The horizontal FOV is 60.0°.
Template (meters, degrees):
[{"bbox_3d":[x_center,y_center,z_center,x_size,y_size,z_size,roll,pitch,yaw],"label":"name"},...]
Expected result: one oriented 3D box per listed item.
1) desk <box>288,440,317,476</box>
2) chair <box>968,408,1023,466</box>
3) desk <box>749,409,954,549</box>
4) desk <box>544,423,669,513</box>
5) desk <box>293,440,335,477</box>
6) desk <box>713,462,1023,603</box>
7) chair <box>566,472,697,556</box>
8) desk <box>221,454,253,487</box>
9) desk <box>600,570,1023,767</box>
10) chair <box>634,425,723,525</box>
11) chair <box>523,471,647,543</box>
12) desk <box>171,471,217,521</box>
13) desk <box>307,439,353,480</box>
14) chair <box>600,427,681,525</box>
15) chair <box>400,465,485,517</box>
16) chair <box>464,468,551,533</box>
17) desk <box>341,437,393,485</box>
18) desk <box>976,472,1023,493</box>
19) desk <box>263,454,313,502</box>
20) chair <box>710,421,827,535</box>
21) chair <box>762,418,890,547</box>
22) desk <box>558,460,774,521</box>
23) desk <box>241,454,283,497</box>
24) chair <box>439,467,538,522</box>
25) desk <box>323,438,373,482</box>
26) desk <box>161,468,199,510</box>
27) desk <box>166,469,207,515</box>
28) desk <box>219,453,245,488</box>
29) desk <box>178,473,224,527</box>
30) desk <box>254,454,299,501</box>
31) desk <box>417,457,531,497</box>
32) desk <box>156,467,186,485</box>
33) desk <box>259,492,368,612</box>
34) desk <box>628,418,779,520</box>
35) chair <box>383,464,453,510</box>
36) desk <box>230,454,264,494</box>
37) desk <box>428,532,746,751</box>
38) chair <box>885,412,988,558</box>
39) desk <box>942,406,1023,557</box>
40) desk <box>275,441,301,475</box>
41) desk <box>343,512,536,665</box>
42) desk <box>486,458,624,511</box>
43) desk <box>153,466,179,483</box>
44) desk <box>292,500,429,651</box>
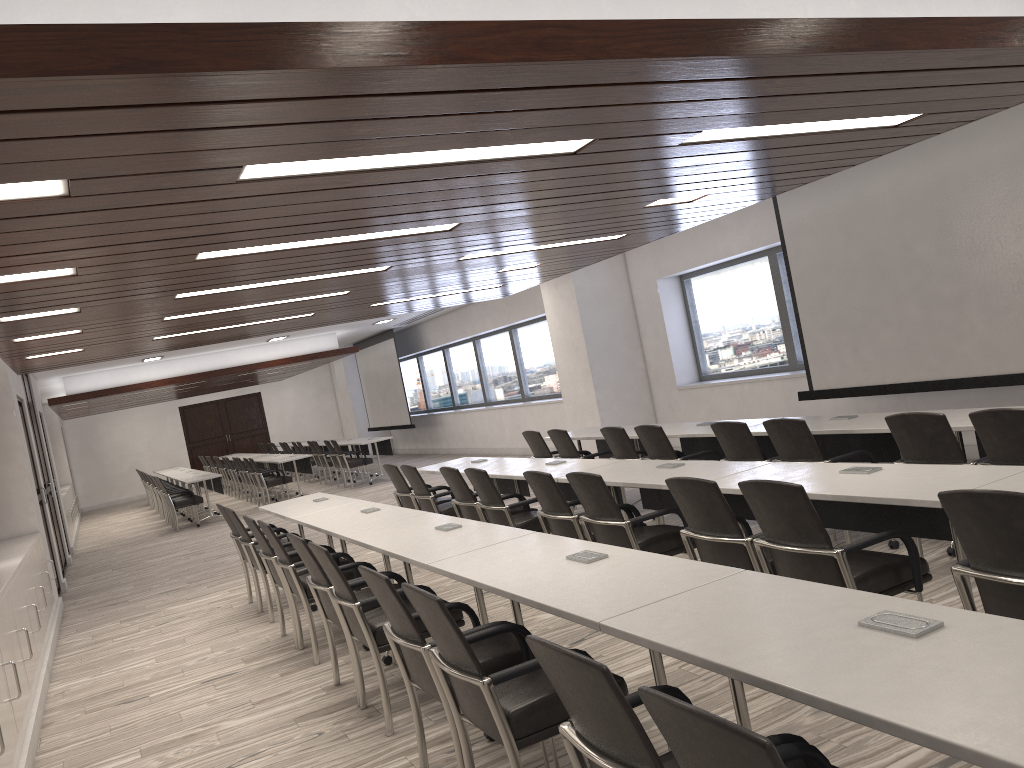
[{"bbox_3d":[-5.256,1.851,22.127,0.577,0.795,1.509,-12,1,-26],"label":"desk"},{"bbox_3d":[2.694,0.519,4.374,0.638,0.939,0.513,-12,1,-25],"label":"chair"},{"bbox_3d":[2.284,0.641,6.145,0.577,0.795,1.509,-12,1,-26],"label":"desk"},{"bbox_3d":[0.986,0.850,8.896,0.577,0.795,1.509,-12,1,-26],"label":"desk"},{"bbox_3d":[-4.606,1.747,20.751,0.577,0.795,1.509,-12,1,-26],"label":"desk"},{"bbox_3d":[1.609,0.812,4.127,0.577,0.795,1.509,-12,1,-26],"label":"desk"},{"bbox_3d":[0.736,0.895,5.109,0.638,0.939,0.513,-12,1,-26],"label":"chair"},{"bbox_3d":[-6.579,2.126,21.483,0.577,0.795,1.509,-12,1,-26],"label":"desk"},{"bbox_3d":[0.911,0.988,2.107,0.577,0.795,1.509,-12,1,-26],"label":"desk"},{"bbox_3d":[1.409,0.724,7.130,0.638,0.939,0.513,-12,1,-25],"label":"chair"},{"bbox_3d":[0.493,0.935,5.580,0.638,0.939,0.513,-12,1,-25],"label":"chair"},{"bbox_3d":[-5.979,2.093,16.712,0.577,0.795,1.509,-12,1,-26],"label":"desk"},{"bbox_3d":[-3.958,1.643,19.377,0.577,0.795,1.509,-12,1,-26],"label":"desk"},{"bbox_3d":[1.182,0.761,7.600,0.638,0.939,0.513,-12,1,-25],"label":"chair"},{"bbox_3d":[-0.569,1.105,7.851,0.638,0.939,0.513,-12,1,-26],"label":"chair"},{"bbox_3d":[0.074,1.002,6.470,0.638,0.939,0.513,-12,1,-26],"label":"chair"},{"bbox_3d":[-2.666,1.435,16.637,0.577,0.795,1.509,-12,1,-26],"label":"desk"},{"bbox_3d":[2.254,0.709,2.761,0.577,0.795,1.509,-12,1,-26],"label":"desk"},{"bbox_3d":[-3.988,1.710,15.992,0.577,0.795,1.509,-12,1,-26],"label":"desk"},{"bbox_3d":[1.823,0.659,6.221,0.638,0.939,0.513,-12,1,-25],"label":"chair"},{"bbox_3d":[2.058,0.620,5.753,0.638,0.939,0.513,-12,1,-26],"label":"chair"},{"bbox_3d":[0.961,0.916,5.501,0.577,0.795,1.509,-12,1,-26],"label":"desk"},{"bbox_3d":[-5.281,1.918,18.732,0.577,0.795,1.509,-12,1,-26],"label":"desk"},{"bbox_3d":[-0.147,1.037,6.943,0.638,0.939,0.513,-12,1,-26],"label":"chair"},{"bbox_3d":[-3.314,1.539,18.011,0.577,0.795,1.509,-12,1,-26],"label":"desk"},{"bbox_3d":[-7.271,2.300,19.452,0.577,0.795,1.509,-12,1,-26],"label":"desk"},{"bbox_3d":[-6.623,2.196,18.078,0.577,0.795,1.509,-12,1,-26],"label":"desk"},{"bbox_3d":[-7.227,2.230,22.857,0.577,0.795,1.509,-12,1,-26],"label":"desk"},{"bbox_3d":[-5.331,1.989,15.338,0.577,0.795,1.509,-12,1,-26],"label":"desk"},{"bbox_3d":[-4.637,1.814,17.366,0.577,0.795,1.509,-12,1,-26],"label":"desk"},{"bbox_3d":[-0.336,1.124,8.251,0.577,0.795,1.509,-12,1,-26],"label":"desk"},{"bbox_3d":[-7.921,2.405,20.828,0.577,0.795,1.509,-12,1,-26],"label":"desk"},{"bbox_3d":[-1.679,1.403,7.597,0.577,0.795,1.509,-12,1,-26],"label":"desk"},{"bbox_3d":[1.635,0.746,7.522,0.577,0.795,1.509,-12,1,-26],"label":"desk"},{"bbox_3d":[-0.791,1.140,8.328,0.638,0.939,0.513,-12,1,-26],"label":"chair"},{"bbox_3d":[-5.929,2.021,20.106,0.577,0.795,1.509,-12,1,-26],"label":"desk"},{"bbox_3d":[0.267,1.091,3.472,0.577,0.795,1.509,-12,1,-26],"label":"desk"},{"bbox_3d":[2.474,0.554,4.850,0.638,0.939,0.513,-12,1,-26],"label":"chair"},{"bbox_3d":[2.932,0.537,4.771,0.577,0.795,1.509,-12,1,-26],"label":"desk"},{"bbox_3d":[-5.904,1.955,23.501,0.577,0.795,1.509,-12,1,-26],"label":"desk"},{"bbox_3d":[-0.381,1.195,4.846,0.577,0.795,1.509,-12,1,-26],"label":"desk"},{"bbox_3d":[0.312,1.020,6.877,0.577,0.795,1.509,-12,1,-26],"label":"desk"},{"bbox_3d":[-8.569,2.508,22.202,0.577,0.795,1.509,-12,1,-26],"label":"desk"},{"bbox_3d":[-1.030,1.299,6.223,0.577,0.795,1.509,-12,1,-26],"label":"desk"}]
